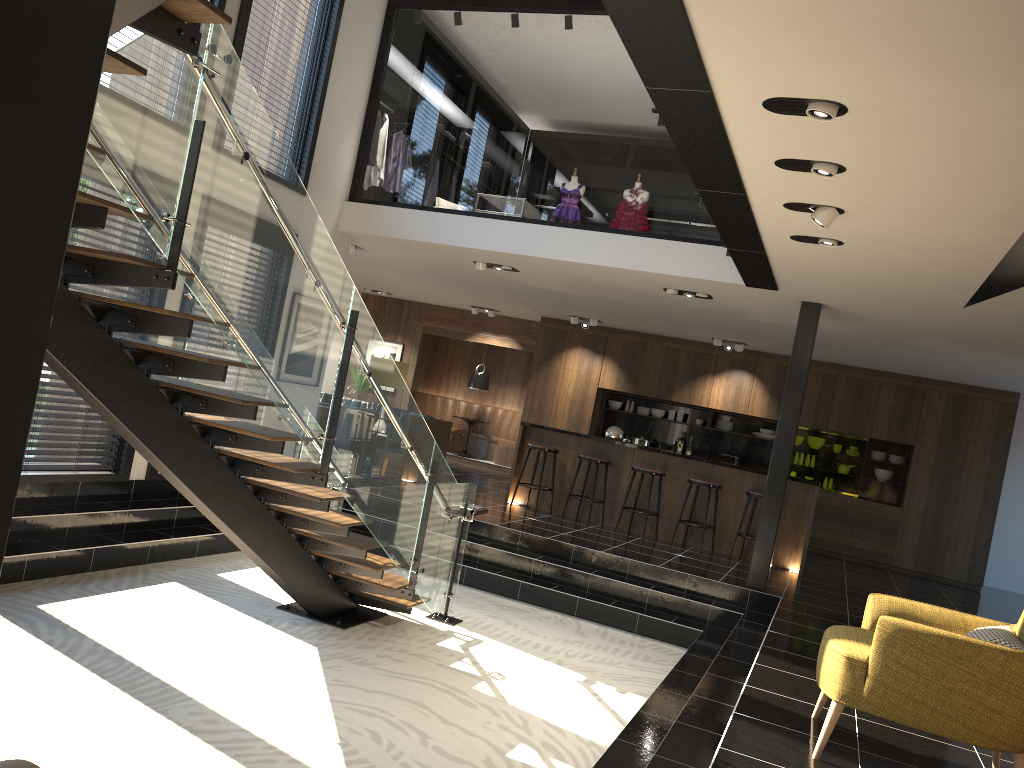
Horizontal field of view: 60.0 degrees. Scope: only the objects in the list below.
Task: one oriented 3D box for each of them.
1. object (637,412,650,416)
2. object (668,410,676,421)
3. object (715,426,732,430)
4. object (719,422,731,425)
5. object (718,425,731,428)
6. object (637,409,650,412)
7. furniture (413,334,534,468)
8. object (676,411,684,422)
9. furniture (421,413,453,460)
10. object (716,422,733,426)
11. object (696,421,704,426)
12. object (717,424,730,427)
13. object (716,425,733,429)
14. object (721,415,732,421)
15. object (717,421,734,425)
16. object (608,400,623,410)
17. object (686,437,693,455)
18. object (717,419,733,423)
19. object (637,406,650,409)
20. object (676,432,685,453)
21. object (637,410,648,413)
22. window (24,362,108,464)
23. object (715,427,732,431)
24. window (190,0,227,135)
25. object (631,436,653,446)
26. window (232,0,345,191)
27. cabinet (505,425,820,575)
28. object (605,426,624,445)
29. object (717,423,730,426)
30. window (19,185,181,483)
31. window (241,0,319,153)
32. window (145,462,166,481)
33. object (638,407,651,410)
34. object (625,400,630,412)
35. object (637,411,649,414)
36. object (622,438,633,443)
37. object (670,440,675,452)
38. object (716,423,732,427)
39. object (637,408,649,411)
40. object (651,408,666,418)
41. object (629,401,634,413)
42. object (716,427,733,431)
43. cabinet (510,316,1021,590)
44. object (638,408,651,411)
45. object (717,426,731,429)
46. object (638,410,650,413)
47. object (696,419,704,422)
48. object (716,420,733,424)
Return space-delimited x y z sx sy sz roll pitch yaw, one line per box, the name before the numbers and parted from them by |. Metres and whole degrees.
object | 2.096 0.484 14.191 0.220 0.033 0.220 11 -1 17
object | 2.524 0.496 14.017 0.109 0.161 0.109 11 -1 3
object | 3.301 0.697 13.816 0.269 0.024 0.268 12 -1 -31
object | 3.315 0.625 13.817 0.269 0.024 0.268 12 -1 -31
object | 3.306 0.670 13.816 0.269 0.024 0.268 12 -1 -31
object | 2.105 0.437 14.191 0.220 0.033 0.220 11 -1 17
furniture | -0.470 0.187 16.224 2.636 2.335 1.175 11 -1 20
object | 2.648 0.519 13.970 0.109 0.161 0.109 11 -1 33
furniture | -2.374 0.643 12.874 2.607 0.822 1.366 11 -1 21
object | 3.314 0.632 13.817 0.269 0.024 0.268 12 -1 -31
object | 2.933 0.620 13.882 0.122 0.072 0.122 12 -1 -44
object | 3.308 0.660 13.816 0.269 0.024 0.268 12 -1 -31
object | 3.304 0.679 13.816 0.269 0.024 0.268 12 -1 -31
object | 3.328 0.546 13.818 0.167 0.087 0.168 10 -1 40
object | 3.317 0.616 13.817 0.269 0.024 0.268 12 -1 -31
object | 1.667 0.349 14.368 0.233 0.138 0.234 11 -1 23
object | 2.797 1.032 13.996 0.077 0.395 0.077 11 0 -27
object | 3.322 0.590 13.817 0.269 0.024 0.268 12 -1 -31
object | 2.114 0.392 14.191 0.220 0.033 0.220 11 -1 17
object | 2.654 0.976 14.045 0.133 0.451 0.116 11 0 21
object | 2.101 0.460 14.191 0.220 0.033 0.220 11 -1 17
window | -3.396 -0.521 6.716 0.005 2.297 1.314 11 -1 21
object | 3.298 0.714 13.816 0.269 0.024 0.268 12 -1 -31
window | -2.757 -3.304 6.757 0.358 2.475 1.394 11 -1 21
object | 2.017 0.926 13.842 0.301 0.218 0.278 12 -1 -36
window | -2.213 -3.166 8.242 0.358 2.475 1.394 11 -1 21
cabinet | 1.768 1.336 10.729 3.561 0.994 0.699 11 -1 21
object | 1.245 0.626 10.780 0.227 0.228 0.227 11 -1 -19
object | 3.312 0.643 13.817 0.269 0.024 0.268 12 -1 -31
window | -3.334 -0.509 6.683 0.358 2.475 1.500 11 -1 21
window | -2.275 -3.177 8.274 0.005 2.297 1.222 11 -1 21
window | -2.769 -0.366 8.224 0.358 2.475 1.394 11 -1 21
object | 2.112 0.404 14.191 0.220 0.033 0.220 11 -1 17
object | 1.862 0.356 14.296 0.060 0.185 0.060 12 -1 -38
object | 2.099 0.471 14.191 0.220 0.033 0.220 11 -1 17
object | 1.814 0.919 14.040 0.210 0.143 0.195 12 -1 -21
object | 2.545 1.038 14.076 0.057 0.287 0.058 11 0 34
object | 3.310 0.652 13.816 0.269 0.024 0.268 12 -1 -31
object | 2.108 0.427 14.191 0.220 0.033 0.220 11 -1 17
object | 2.323 0.476 14.117 0.233 0.138 0.234 10 -1 40
object | 1.932 0.369 14.269 0.060 0.185 0.060 11 0 -11
object | 3.299 0.706 13.816 0.269 0.024 0.268 12 -1 -31
cabinet | 3.525 0.874 13.469 6.886 2.690 0.870 11 -1 21
object | 2.109 0.417 14.191 0.220 0.033 0.220 11 -1 17
object | 3.303 0.687 13.816 0.269 0.024 0.268 12 -1 -31
object | 2.103 0.449 14.191 0.220 0.033 0.220 11 -1 17
object | 2.938 0.596 13.882 0.122 0.072 0.122 12 -1 -44
object | 3.319 0.606 13.817 0.269 0.024 0.268 12 -1 -31
